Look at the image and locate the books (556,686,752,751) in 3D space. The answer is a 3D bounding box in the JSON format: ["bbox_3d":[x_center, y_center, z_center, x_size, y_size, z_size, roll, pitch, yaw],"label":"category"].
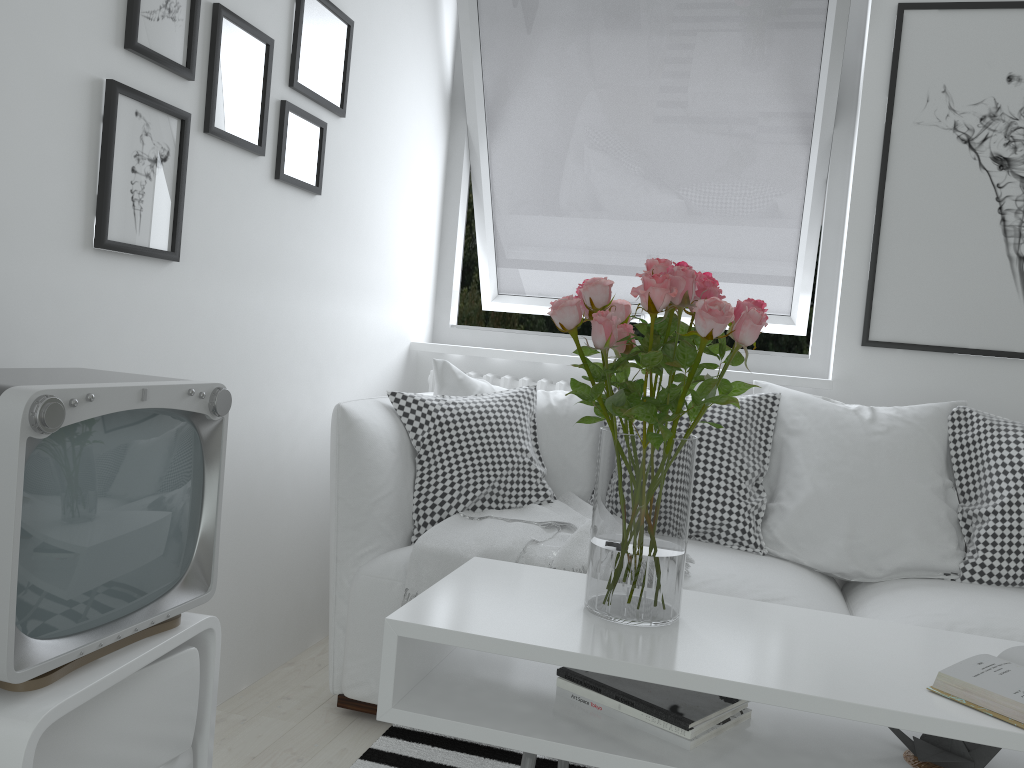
[{"bbox_3d":[0.232,0.523,1.462,0.259,0.014,0.191,8,4,42],"label":"books"}]

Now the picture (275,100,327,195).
[{"bbox_3d":[-0.542,-0.604,2.289,0.017,0.194,0.218,6,3,15],"label":"picture"}]

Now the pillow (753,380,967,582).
[{"bbox_3d":[0.936,0.272,2.427,0.599,0.505,0.391,6,3,15],"label":"pillow"}]

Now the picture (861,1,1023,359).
[{"bbox_3d":[1.503,-0.619,2.699,0.720,1.072,0.015,6,3,15],"label":"picture"}]

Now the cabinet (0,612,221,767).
[{"bbox_3d":[-0.704,0.596,1.269,0.350,0.477,0.467,6,3,9],"label":"cabinet"}]

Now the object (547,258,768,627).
[{"bbox_3d":[0.228,0.091,1.465,0.350,0.599,0.327,7,3,35],"label":"object"}]

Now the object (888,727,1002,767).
[{"bbox_3d":[0.649,0.530,1.338,0.194,0.088,0.186,5,3,4],"label":"object"}]

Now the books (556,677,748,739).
[{"bbox_3d":[0.230,0.509,1.465,0.254,0.014,0.191,7,4,40],"label":"books"}]

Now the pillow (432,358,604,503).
[{"bbox_3d":[0.032,0.190,2.700,0.617,0.491,0.321,5,3,-11],"label":"pillow"}]

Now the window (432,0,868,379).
[{"bbox_3d":[-1.368,-0.971,5.686,12.055,8.137,4.514,6,3,15],"label":"window"}]

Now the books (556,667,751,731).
[{"bbox_3d":[0.238,0.496,1.468,0.257,0.012,0.207,8,4,43],"label":"books"}]

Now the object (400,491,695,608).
[{"bbox_3d":[0.161,0.461,2.343,0.670,0.291,0.831,6,3,14],"label":"object"}]

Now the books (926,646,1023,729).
[{"bbox_3d":[0.794,0.433,1.251,0.342,0.040,0.231,3,3,-33],"label":"books"}]

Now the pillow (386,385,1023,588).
[{"bbox_3d":[0.893,0.277,2.294,2.488,0.513,0.676,6,3,17],"label":"pillow"}]

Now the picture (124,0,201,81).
[{"bbox_3d":[-0.679,-0.726,1.738,0.018,0.202,0.196,6,3,15],"label":"picture"}]

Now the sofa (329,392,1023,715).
[{"bbox_3d":[0.859,0.540,2.269,2.647,0.768,0.917,6,3,15],"label":"sofa"}]

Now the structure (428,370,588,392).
[{"bbox_3d":[0.488,0.348,2.956,1.655,0.660,0.206,6,3,15],"label":"structure"}]

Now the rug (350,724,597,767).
[{"bbox_3d":[0.245,0.951,0.635,1.846,0.004,4.362,6,3,15],"label":"rug"}]

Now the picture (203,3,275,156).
[{"bbox_3d":[-0.612,-0.677,2.002,0.018,0.274,0.225,6,3,15],"label":"picture"}]

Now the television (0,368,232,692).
[{"bbox_3d":[-0.631,0.176,1.243,0.273,0.374,0.414,6,3,15],"label":"television"}]

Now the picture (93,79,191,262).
[{"bbox_3d":[-0.714,-0.404,1.728,0.019,0.306,0.232,6,3,15],"label":"picture"}]

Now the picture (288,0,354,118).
[{"bbox_3d":[-0.498,-0.876,2.343,0.019,0.266,0.290,6,3,15],"label":"picture"}]
